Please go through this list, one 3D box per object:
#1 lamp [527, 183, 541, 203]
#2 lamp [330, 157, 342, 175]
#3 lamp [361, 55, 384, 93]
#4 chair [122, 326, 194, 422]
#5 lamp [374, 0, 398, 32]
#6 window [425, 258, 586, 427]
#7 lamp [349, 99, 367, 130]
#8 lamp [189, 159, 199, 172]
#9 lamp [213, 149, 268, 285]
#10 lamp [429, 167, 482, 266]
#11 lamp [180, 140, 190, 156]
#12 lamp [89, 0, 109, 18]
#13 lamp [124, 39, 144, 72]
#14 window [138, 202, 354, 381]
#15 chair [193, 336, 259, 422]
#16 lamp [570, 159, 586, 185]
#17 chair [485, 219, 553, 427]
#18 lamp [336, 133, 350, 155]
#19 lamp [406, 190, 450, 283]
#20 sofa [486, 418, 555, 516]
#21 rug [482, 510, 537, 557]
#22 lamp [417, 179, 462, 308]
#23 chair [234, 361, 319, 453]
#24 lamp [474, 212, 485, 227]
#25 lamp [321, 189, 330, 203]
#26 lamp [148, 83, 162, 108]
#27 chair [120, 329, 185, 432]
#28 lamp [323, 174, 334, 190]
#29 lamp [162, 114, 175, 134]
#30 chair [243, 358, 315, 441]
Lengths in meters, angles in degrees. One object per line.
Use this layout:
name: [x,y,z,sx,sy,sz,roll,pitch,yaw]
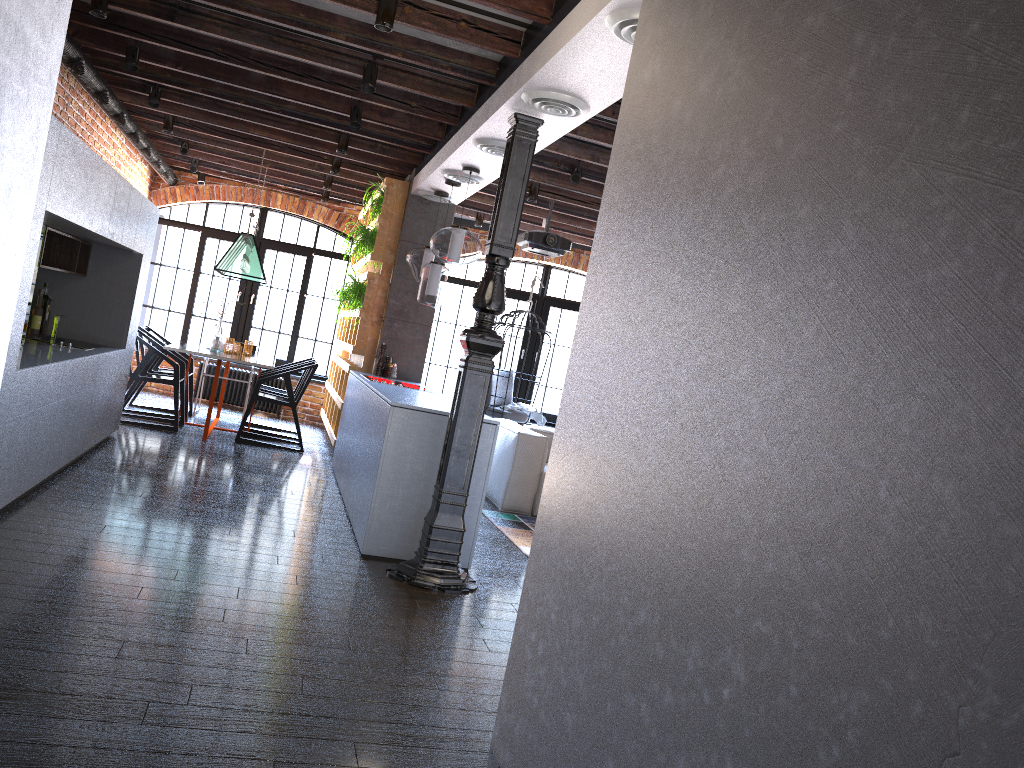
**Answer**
lamp: [0.201,-1.611,7.397,0.119,0.184,0.082,11,2,-19]
lamp: [-1.570,-1.982,7.976,0.112,0.184,0.082,13,2,42]
lamp: [-0.800,-1.750,5.010,0.091,0.203,0.119,10,2,-36]
chair: [-3.378,-0.109,8.639,0.611,0.818,0.495,11,2,-15]
lamp: [-0.542,-1.684,3.990,0.121,0.184,0.082,11,2,-23]
window: [0.251,-0.515,10.755,3.293,2.233,0.177,11,2,2]
lamp: [-1.046,-1.818,5.989,0.093,0.210,0.145,11,2,-23]
lamp: [-3.411,-2.378,9.556,0.094,0.206,0.160,11,2,-18]
lamp: [-2.474,-1.645,8.534,0.465,1.267,1.257,11,2,-15]
lamp: [-0.343,-1.143,6.070,0.364,0.665,0.364,10,2,-32]
lamp: [-3.161,-2.309,8.598,0.093,0.201,0.162,11,2,-22]
lamp: [-2.147,-2.023,4.640,0.082,0.184,0.110,10,2,-43]
lamp: [-2.397,-2.083,5.622,0.092,0.209,0.139,11,2,-31]
window: [-3.168,-1.205,10.721,3.144,2.233,0.177,11,2,2]
chair: [-3.008,-0.050,9.357,0.495,0.818,0.610,11,2,-15]
lamp: [0.472,-1.524,6.380,0.092,0.201,0.162,11,1,2]
chair: [0.102,-0.648,9.131,0.682,2.221,0.802,12,2,30]
lamp: [-1.313,-1.907,6.974,0.116,0.184,0.082,13,2,36]
lamp: [-0.644,-1.187,7.199,0.367,0.747,0.367,13,2,38]
sofa: [1.292,0.963,6.789,2.537,0.697,3.299,11,1,-16]
rug: [0.710,1.190,5.942,1.432,0.013,2.363,11,1,-15]
lamp: [-0.531,-1.046,6.636,0.194,0.955,0.198,12,2,15]
chair: [-2.151,0.150,8.156,0.611,0.818,0.495,11,2,-15]
lamp: [-0.323,-1.762,9.416,0.121,0.184,0.082,11,2,-22]
lamp: [-2.080,-2.129,9.952,0.112,0.184,0.082,13,2,43]
lamp: [-2.647,-2.155,6.597,0.093,0.210,0.148,11,2,-28]
chair: [-3.179,-0.052,7.873,0.611,0.818,0.495,11,2,-15]
lamp: [-1.840,-2.059,8.990,0.124,0.184,0.082,11,2,-31]
lamp: [-2.922,-2.244,7.589,0.123,0.189,0.083,12,2,19]
chair: [-2.349,0.093,8.922,0.611,0.818,0.495,11,2,-15]
